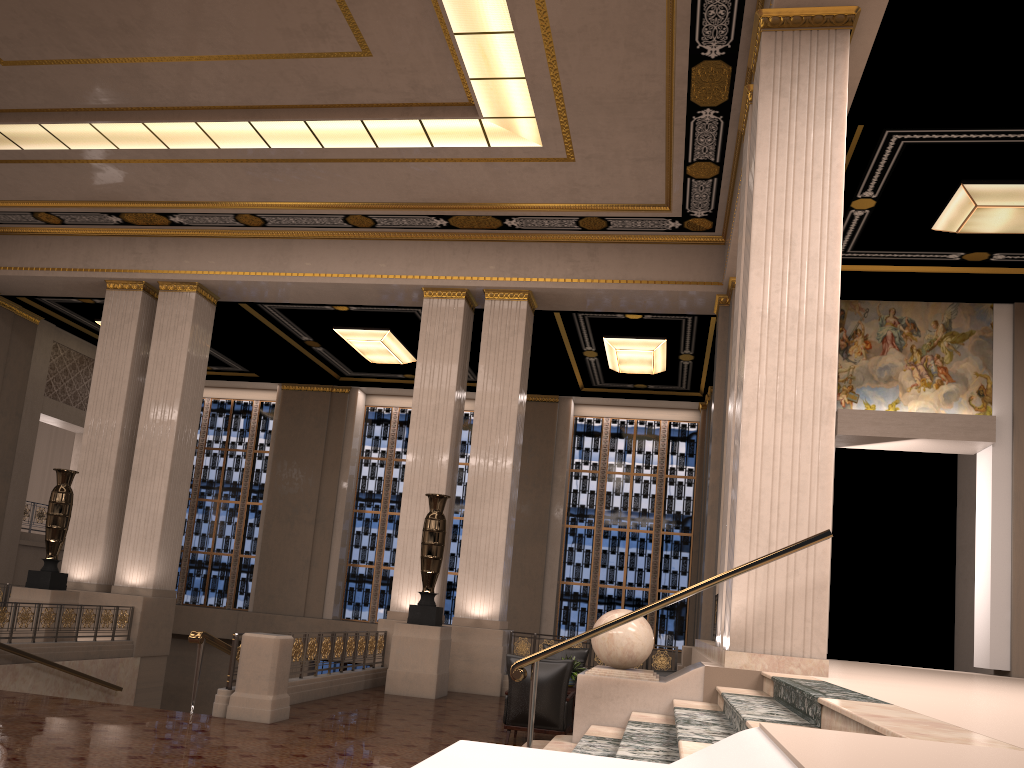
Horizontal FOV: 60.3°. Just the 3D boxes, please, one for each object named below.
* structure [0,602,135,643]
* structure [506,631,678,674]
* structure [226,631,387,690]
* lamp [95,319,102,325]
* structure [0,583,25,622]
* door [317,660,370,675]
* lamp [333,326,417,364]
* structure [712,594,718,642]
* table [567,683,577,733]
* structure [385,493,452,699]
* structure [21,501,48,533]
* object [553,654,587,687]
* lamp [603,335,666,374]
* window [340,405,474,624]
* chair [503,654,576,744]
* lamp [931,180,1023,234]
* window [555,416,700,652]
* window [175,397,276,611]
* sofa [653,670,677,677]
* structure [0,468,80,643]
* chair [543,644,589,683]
[{"bbox_3d":[-6.493,3.166,11.683,0.079,0.527,5.048,4,-14,11],"label":"structure"},{"bbox_3d":[1.189,4.146,13.205,2.531,0.644,0.033,3,-9,10],"label":"structure"},{"bbox_3d":[-2.337,3.346,10.927,0.079,0.527,5.047,4,-14,10],"label":"structure"},{"bbox_3d":[-7.975,-0.975,19.256,1.166,0.210,2.062,2,-15,10],"label":"lamp"},{"bbox_3d":[-9.066,3.703,15.070,2.531,0.644,0.033,3,-9,10],"label":"structure"},{"bbox_3d":[-4.067,7.838,20.613,1.489,2.679,0.158,3,-9,10],"label":"door"},{"bbox_3d":[-2.810,-0.752,18.317,1.166,0.210,2.062,2,-15,10],"label":"lamp"},{"bbox_3d":[2.450,2.694,10.194,0.032,0.612,3.777,4,-14,11],"label":"structure"},{"bbox_3d":[0.631,3.747,10.267,0.838,0.427,1.508,3,-14,10],"label":"table"},{"bbox_3d":[-1.192,2.936,12.361,0.699,2.742,0.713,4,-9,11],"label":"structure"},{"bbox_3d":[-10.039,2.964,19.093,0.031,0.655,2.203,4,-14,11],"label":"structure"},{"bbox_3d":[0.651,3.348,10.315,0.504,0.370,0.533,-6,-17,42],"label":"object"},{"bbox_3d":[2.443,-0.525,17.361,1.166,0.210,2.062,2,-15,10],"label":"lamp"},{"bbox_3d":[-2.466,3.207,21.581,2.984,5.270,0.070,3,-9,10],"label":"window"},{"bbox_3d":[0.274,3.080,8.604,0.647,0.829,0.732,3,-11,10],"label":"chair"},{"bbox_3d":[6.015,-2.020,10.366,1.713,0.210,1.194,2,-15,10],"label":"lamp"},{"bbox_3d":[2.718,3.431,20.638,2.984,5.270,0.070,3,-9,10],"label":"window"},{"bbox_3d":[-7.477,2.991,22.492,2.984,5.270,0.070,3,-9,10],"label":"window"},{"bbox_3d":[1.545,3.657,10.126,0.874,0.693,1.965,3,-14,10],"label":"sofa"},{"bbox_3d":[-7.014,2.685,13.420,0.699,2.742,0.713,4,-9,11],"label":"structure"},{"bbox_3d":[0.699,3.995,11.979,0.647,0.829,0.732,4,-11,6],"label":"chair"}]
